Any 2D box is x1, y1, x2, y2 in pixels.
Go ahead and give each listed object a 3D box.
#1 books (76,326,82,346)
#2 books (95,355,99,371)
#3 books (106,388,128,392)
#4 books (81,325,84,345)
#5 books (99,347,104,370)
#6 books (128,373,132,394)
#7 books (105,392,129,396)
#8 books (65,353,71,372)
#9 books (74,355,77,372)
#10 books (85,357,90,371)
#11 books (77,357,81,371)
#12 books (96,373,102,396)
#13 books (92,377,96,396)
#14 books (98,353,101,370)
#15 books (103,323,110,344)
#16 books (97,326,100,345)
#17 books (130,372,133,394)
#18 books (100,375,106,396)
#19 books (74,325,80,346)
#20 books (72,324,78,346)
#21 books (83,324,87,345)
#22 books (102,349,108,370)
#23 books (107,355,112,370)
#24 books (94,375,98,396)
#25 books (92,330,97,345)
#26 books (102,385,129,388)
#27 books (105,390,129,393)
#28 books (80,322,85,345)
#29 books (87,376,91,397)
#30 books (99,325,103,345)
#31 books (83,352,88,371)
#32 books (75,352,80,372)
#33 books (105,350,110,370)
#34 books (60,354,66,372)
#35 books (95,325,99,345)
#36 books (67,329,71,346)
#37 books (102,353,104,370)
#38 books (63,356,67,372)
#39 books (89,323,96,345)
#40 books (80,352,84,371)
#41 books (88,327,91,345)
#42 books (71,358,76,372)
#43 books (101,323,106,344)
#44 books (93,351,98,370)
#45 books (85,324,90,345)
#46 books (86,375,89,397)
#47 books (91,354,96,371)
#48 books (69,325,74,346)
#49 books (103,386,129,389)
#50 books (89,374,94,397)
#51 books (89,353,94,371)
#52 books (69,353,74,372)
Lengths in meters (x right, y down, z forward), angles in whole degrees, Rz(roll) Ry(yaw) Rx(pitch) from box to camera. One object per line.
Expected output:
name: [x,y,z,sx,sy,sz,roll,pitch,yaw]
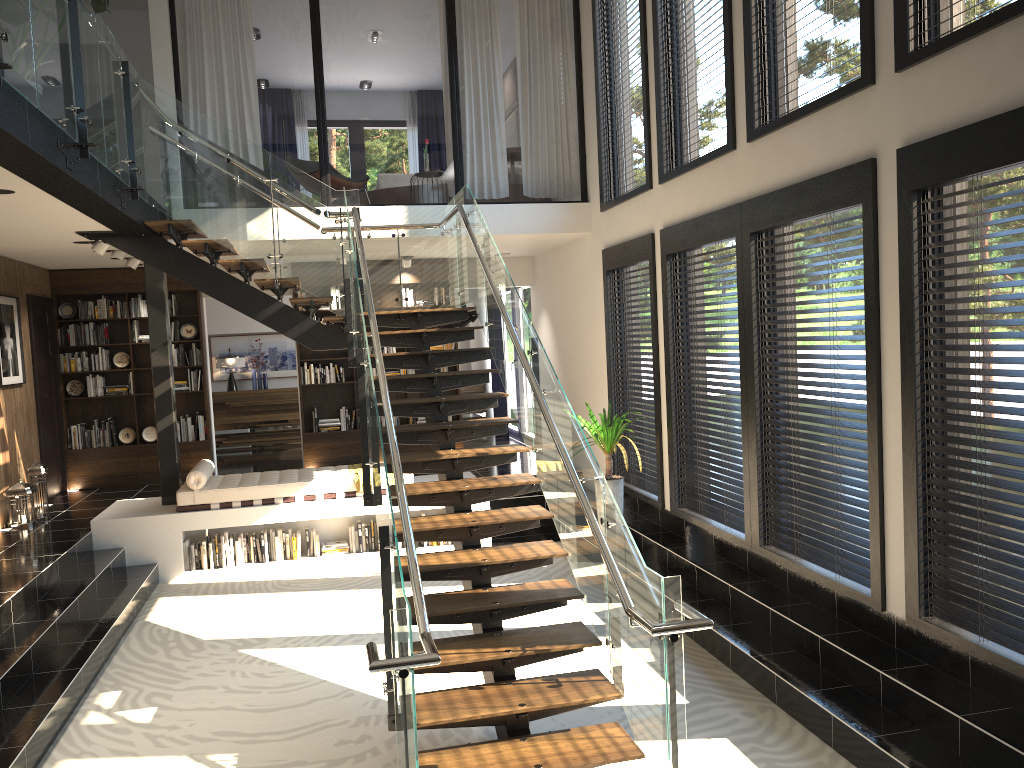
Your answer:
books: [-5.287,-0.592,10.863,0.039,0.243,0.179,-4,4,-12]
books: [-5.103,-0.265,10.942,0.025,0.194,0.172,-4,4,-12]
books: [-4.904,0.067,11.019,0.244,0.033,0.142,-4,3,-16]
books: [-5.250,-0.602,10.898,0.018,0.256,0.172,-4,4,-12]
books: [-5.058,-0.313,10.949,0.018,0.284,0.197,-4,4,-12]
books: [-4.744,-0.003,11.048,0.032,0.262,0.157,-4,4,-12]
books: [-4.901,0.121,11.020,0.262,0.033,0.154,-3,3,-10]
books: [-5.423,-0.266,10.862,0.022,0.235,0.194,-4,4,-12]
books: [-5.359,-0.259,10.927,0.018,0.208,0.126,-4,4,-12]
books: [-5.217,-0.245,10.930,0.026,0.167,0.173,-4,3,-12]
books: [-5.306,-0.246,10.904,0.035,0.181,0.164,-4,4,-12]
books: [-5.097,0.010,10.962,0.032,0.279,0.133,-4,4,-12]
books: [-5.153,0.029,10.965,0.031,0.245,0.120,-4,4,-12]
books: [-5.083,-0.278,10.970,0.027,0.214,0.159,-4,4,-12]
books: [-5.010,-0.623,10.963,0.035,0.267,0.133,-4,4,-12]
books: [-5.078,-0.600,10.938,0.014,0.230,0.172,-4,4,-12]
books: [-4.715,-0.016,11.029,0.018,0.286,0.157,-4,4,-12]
books: [-5.069,0.020,10.987,0.030,0.253,0.138,-4,4,-12]
books: [-5.324,-0.600,10.874,0.027,0.261,0.180,-4,4,-12]
books: [-5.347,-0.602,10.864,0.022,0.267,0.197,-4,4,-12]
books: [-5.228,-0.607,10.884,0.019,0.264,0.175,-4,4,-12]
books: [-5.021,-0.303,10.961,0.021,0.260,0.197,-4,4,-12]
books: [-4.981,-0.267,10.983,0.015,0.181,0.136,-4,4,-12]
books: [-5.125,0.018,10.965,0.024,0.266,0.147,-4,4,-12]
books: [-5.118,-0.575,10.906,0.025,0.188,0.181,-4,4,-12]
books: [-4.902,0.029,10.997,0.292,0.013,0.187,-3,3,-10]
books: [-4.903,0.094,11.021,0.266,0.021,0.152,-4,3,-14]
books: [-5.268,-0.617,10.896,0.015,0.288,0.154,-4,4,-12]
books: [-5.192,0.027,10.919,0.026,0.258,0.192,-4,4,-12]
books: [-5.061,-0.608,10.946,0.024,0.243,0.144,-4,4,-12]
books: [-5.241,-0.278,10.910,0.026,0.238,0.164,-4,4,-12]
books: [-5.340,-0.274,10.923,0.019,0.236,0.139,-4,4,-12]
books: [-5.004,-0.298,10.987,0.023,0.245,0.133,-4,4,-12]
books: [-5.499,-0.258,10.882,0.030,0.225,0.165,-4,4,-12]
books: [-5.102,-0.604,10.945,0.028,0.240,0.148,-4,4,-12]
books: [-5.403,-0.567,10.858,0.025,0.204,0.192,-4,4,-12]
books: [-5.042,-0.278,10.970,0.018,0.211,0.157,-4,4,-12]
books: [-5.461,-0.244,10.885,0.045,0.192,0.164,-4,4,-12]
books: [-5.151,-0.617,10.909,0.033,0.273,0.189,-4,4,-12]
books: [-5.276,-0.276,10.923,0.036,0.235,0.169,-4,4,-12]
books: [-5.180,-0.589,10.919,0.024,0.220,0.123,-4,4,-12]
books: [-5.381,-0.237,10.902,0.037,0.169,0.148,-4,4,-12]
books: [-5.039,-0.619,10.956,0.025,0.263,0.147,-4,4,-12]
books: [-5.129,-0.289,10.947,0.020,0.244,0.154,-4,4,-12]
books: [-5.209,-0.605,10.915,0.032,0.255,0.160,-4,4,-12]
books: [-5.223,0.024,10.950,0.020,0.264,0.152,-4,4,-12]
books: [-5.140,-0.268,10.918,0.016,0.206,0.204,-4,3,-12]
books: [-5.375,-0.594,10.862,0.035,0.255,0.183,-4,4,-12]
books: [-4.904,0.043,11.005,0.293,0.016,0.174,-4,3,-14]
books: [-5.173,0.017,10.934,0.018,0.275,0.144,-4,4,-12]
books: [-5.181,-0.273,10.944,0.053,0.216,0.151,-4,4,-12]
books: [-5.413,-0.267,10.913,0.018,0.232,0.123,-4,4,-12]
